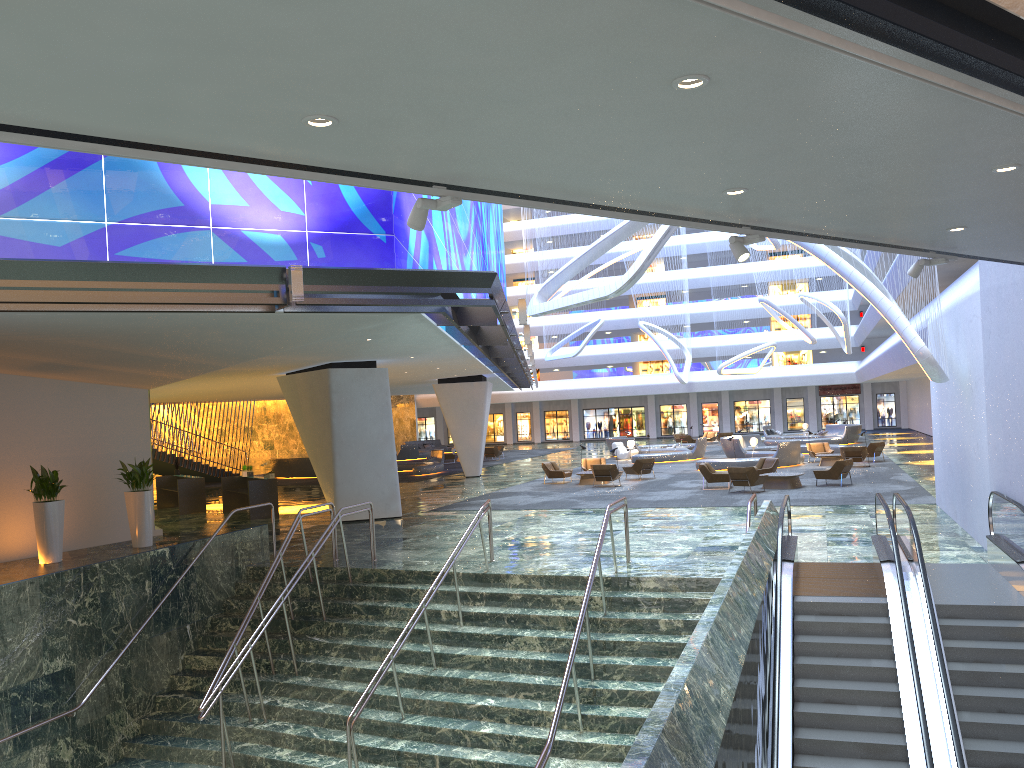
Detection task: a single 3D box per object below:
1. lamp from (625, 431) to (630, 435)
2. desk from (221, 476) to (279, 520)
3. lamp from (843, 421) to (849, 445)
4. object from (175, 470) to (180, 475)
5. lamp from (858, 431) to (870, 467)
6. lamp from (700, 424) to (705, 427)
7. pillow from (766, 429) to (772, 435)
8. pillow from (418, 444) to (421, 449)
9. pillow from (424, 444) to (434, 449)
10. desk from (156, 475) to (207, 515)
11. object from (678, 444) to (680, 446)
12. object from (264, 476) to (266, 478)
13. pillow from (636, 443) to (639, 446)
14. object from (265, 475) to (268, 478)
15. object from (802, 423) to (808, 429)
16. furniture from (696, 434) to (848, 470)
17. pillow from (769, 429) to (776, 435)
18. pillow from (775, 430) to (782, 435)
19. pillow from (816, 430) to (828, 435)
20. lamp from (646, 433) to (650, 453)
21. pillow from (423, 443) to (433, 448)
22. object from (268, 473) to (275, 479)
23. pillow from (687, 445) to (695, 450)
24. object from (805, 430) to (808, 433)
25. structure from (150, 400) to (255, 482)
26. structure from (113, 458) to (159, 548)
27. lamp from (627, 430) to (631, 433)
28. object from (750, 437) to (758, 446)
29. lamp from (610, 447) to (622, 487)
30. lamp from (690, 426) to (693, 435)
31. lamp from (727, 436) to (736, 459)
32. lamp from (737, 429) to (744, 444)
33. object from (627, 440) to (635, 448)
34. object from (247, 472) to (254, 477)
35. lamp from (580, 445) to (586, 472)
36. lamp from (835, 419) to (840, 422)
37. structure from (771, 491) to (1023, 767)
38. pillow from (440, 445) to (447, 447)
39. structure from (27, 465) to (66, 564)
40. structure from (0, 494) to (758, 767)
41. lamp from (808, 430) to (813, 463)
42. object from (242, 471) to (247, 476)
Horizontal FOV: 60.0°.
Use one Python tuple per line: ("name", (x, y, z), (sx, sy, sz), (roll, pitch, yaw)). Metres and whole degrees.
("lamp", (6.229, 3.191, 47.652), (0.384, 1.300, 0.202), (-3, 0, 12))
("desk", (-7.765, 3.317, 26.168), (0.813, 1.097, 2.980), (-3, -2, -32))
("lamp", (17.570, 2.571, 46.669), (0.202, 1.300, 0.384), (-3, 0, -22))
("object", (-11.271, 2.979, 29.841), (0.158, 0.181, 0.158), (-3, -1, -26))
("lamp", (12.678, 2.339, 31.911), (0.384, 1.300, 0.201), (-3, 0, 36))
("lamp", (11.970, 3.156, 55.665), (0.384, 1.300, 0.202), (-3, 0, -19))
("pillow", (15.944, 2.973, 54.861), (0.295, 0.369, 0.768), (-3, -2, 32))
("pillow", (-6.707, 4.380, 62.045), (0.315, 0.386, 0.784), (-3, -2, 36))
("pillow", (-5.874, 4.400, 62.537), (0.692, 0.262, 0.877), (-3, -2, 10))
("desk", (-10.734, 3.553, 28.667), (0.813, 1.097, 2.980), (-3, -2, -34))
("object", (8.840, 3.216, 46.866), (0.071, 0.118, 0.151), (-3, -1, 29))
("object", (-7.108, 2.679, 25.567), (0.073, 0.070, 0.072), (-2, -1, -36))
("pillow", (6.755, 3.366, 49.039), (0.443, 0.207, 0.445), (-2, -2, -19))
("object", (-6.992, 2.649, 25.404), (0.111, 0.108, 0.108), (-2, -1, -36))
("object", (18.619, 2.684, 56.261), (0.367, 0.387, 0.318), (-3, -1, 1))
("furniture", (10.571, 2.772, 37.614), (5.190, 0.969, 9.921), (-4, -2, 36))
("pillow", (16.150, 2.937, 54.825), (0.315, 0.386, 0.784), (-3, -2, 35))
("pillow", (16.446, 3.020, 55.032), (0.684, 0.280, 0.875), (-2, -2, -34))
("pillow", (17.788, 2.788, 50.773), (0.692, 0.262, 0.878), (-2, -2, -19))
("lamp", (6.524, 2.996, 42.203), (0.202, 1.300, 0.384), (-3, 0, -5))
("pillow", (-5.929, 4.366, 62.727), (0.774, 0.366, 0.317), (-2, -1, -29))
("object", (-6.849, 2.615, 25.204), (0.149, 0.150, 0.149), (-2, -1, -36))
("pillow", (8.643, 2.958, 41.522), (0.693, 0.262, 0.877), (-4, -2, 28))
("object", (17.879, 2.904, 53.749), (0.131, 0.252, 0.103), (-3, 0, 2))
("structure", (-18.646, 2.179, 43.630), (11.989, 6.246, 16.486), (-3, -2, 19))
("structure", (-8.502, 2.686, 20.225), (1.022, 2.051, 0.773), (-3, 0, -3))
("lamp", (6.592, 3.250, 50.038), (0.202, 1.300, 0.384), (-3, 0, -27))
("object", (10.548, 2.515, 38.643), (0.367, 0.387, 0.318), (-3, -1, 26))
("lamp", (3.414, 2.730, 29.188), (0.384, 1.300, 0.201), (-3, 0, 36))
("lamp", (10.654, 3.118, 52.417), (0.202, 1.300, 0.384), (-3, 0, -18))
("lamp", (8.336, 2.617, 33.506), (0.384, 1.300, 0.201), (-3, 0, 36))
("lamp", (10.723, 2.752, 41.402), (0.384, 1.300, 0.201), (-3, 0, 36))
("object", (5.768, 2.904, 42.924), (0.367, 0.387, 0.318), (-3, -1, 1))
("object", (-7.902, 2.723, 26.766), (0.150, 0.145, 0.150), (-2, -1, -37))
("lamp", (2.622, 2.883, 32.601), (0.202, 1.300, 0.384), (-3, 0, 36))
("lamp", (18.630, 2.644, 50.586), (0.384, 1.300, 0.202), (-3, 0, 19))
("structure", (2.839, 5.642, 4.606), (3.018, 8.238, 19.825), (-3, -2, 19))
("pillow", (-4.860, 4.423, 62.902), (0.443, 0.207, 0.445), (-3, -2, 6))
("structure", (-9.641, 2.685, 18.416), (0.772, 2.051, 1.022), (-3, 0, -10))
("structure", (-3.373, 6.053, 6.302), (9.310, 8.398, 19.729), (-3, -2, 19))
("lamp", (11.886, 2.492, 35.325), (0.202, 1.300, 0.384), (-3, 0, 36))
("object", (-8.158, 2.746, 27.084), (0.150, 0.145, 0.150), (-2, -1, -37))
